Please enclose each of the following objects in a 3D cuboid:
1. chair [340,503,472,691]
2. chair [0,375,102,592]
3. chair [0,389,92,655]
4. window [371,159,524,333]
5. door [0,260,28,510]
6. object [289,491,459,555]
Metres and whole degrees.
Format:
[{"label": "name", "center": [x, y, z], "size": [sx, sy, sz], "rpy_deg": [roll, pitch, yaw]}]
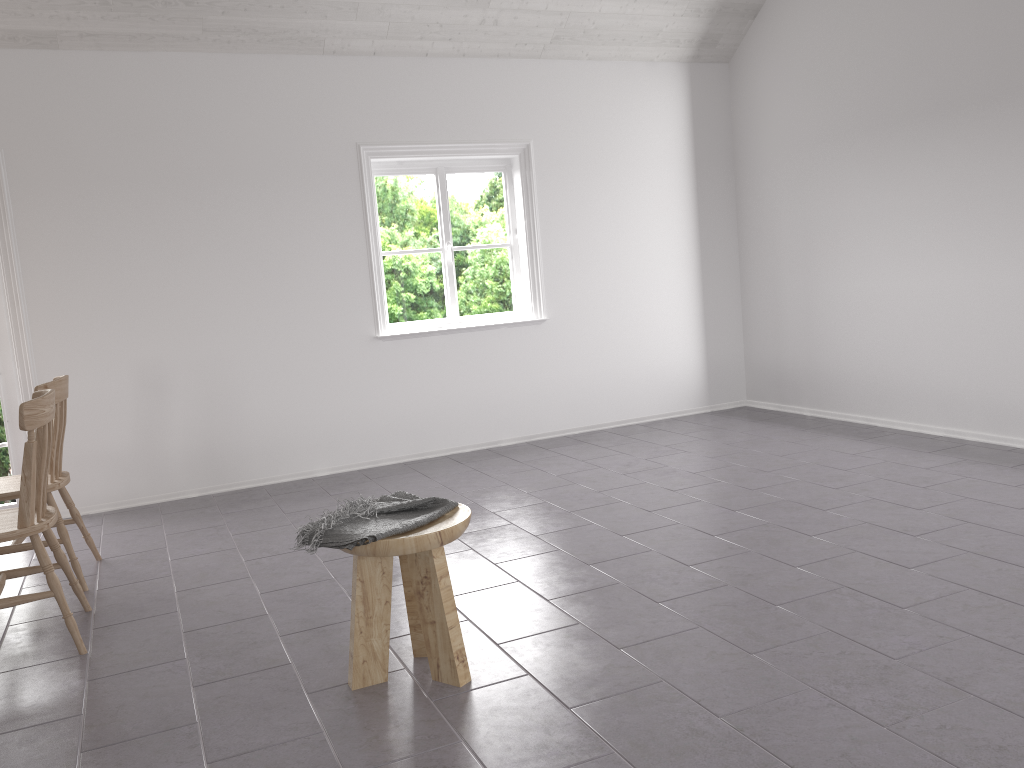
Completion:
[{"label": "chair", "center": [-0.316, 0.639, 2.682], "size": [0.431, 0.479, 0.431], "rpy_deg": [-6, 7, -6]}, {"label": "chair", "center": [-2.159, 0.440, 3.866], "size": [0.519, 0.902, 0.506], "rpy_deg": [-7, 7, -18]}, {"label": "chair", "center": [-1.843, 0.500, 3.142], "size": [0.519, 0.902, 0.506], "rpy_deg": [-8, 7, -23]}, {"label": "window", "center": [-0.438, -0.955, 6.138], "size": [1.055, 1.168, 0.120], "rpy_deg": [-8, 7, -23]}, {"label": "door", "center": [-3.595, -0.099, 4.852], "size": [1.571, 2.024, 0.115], "rpy_deg": [-8, 7, -23]}, {"label": "object", "center": [-0.403, 0.395, 2.666], "size": [0.348, 0.120, 0.462], "rpy_deg": [0, 9, 37]}]
